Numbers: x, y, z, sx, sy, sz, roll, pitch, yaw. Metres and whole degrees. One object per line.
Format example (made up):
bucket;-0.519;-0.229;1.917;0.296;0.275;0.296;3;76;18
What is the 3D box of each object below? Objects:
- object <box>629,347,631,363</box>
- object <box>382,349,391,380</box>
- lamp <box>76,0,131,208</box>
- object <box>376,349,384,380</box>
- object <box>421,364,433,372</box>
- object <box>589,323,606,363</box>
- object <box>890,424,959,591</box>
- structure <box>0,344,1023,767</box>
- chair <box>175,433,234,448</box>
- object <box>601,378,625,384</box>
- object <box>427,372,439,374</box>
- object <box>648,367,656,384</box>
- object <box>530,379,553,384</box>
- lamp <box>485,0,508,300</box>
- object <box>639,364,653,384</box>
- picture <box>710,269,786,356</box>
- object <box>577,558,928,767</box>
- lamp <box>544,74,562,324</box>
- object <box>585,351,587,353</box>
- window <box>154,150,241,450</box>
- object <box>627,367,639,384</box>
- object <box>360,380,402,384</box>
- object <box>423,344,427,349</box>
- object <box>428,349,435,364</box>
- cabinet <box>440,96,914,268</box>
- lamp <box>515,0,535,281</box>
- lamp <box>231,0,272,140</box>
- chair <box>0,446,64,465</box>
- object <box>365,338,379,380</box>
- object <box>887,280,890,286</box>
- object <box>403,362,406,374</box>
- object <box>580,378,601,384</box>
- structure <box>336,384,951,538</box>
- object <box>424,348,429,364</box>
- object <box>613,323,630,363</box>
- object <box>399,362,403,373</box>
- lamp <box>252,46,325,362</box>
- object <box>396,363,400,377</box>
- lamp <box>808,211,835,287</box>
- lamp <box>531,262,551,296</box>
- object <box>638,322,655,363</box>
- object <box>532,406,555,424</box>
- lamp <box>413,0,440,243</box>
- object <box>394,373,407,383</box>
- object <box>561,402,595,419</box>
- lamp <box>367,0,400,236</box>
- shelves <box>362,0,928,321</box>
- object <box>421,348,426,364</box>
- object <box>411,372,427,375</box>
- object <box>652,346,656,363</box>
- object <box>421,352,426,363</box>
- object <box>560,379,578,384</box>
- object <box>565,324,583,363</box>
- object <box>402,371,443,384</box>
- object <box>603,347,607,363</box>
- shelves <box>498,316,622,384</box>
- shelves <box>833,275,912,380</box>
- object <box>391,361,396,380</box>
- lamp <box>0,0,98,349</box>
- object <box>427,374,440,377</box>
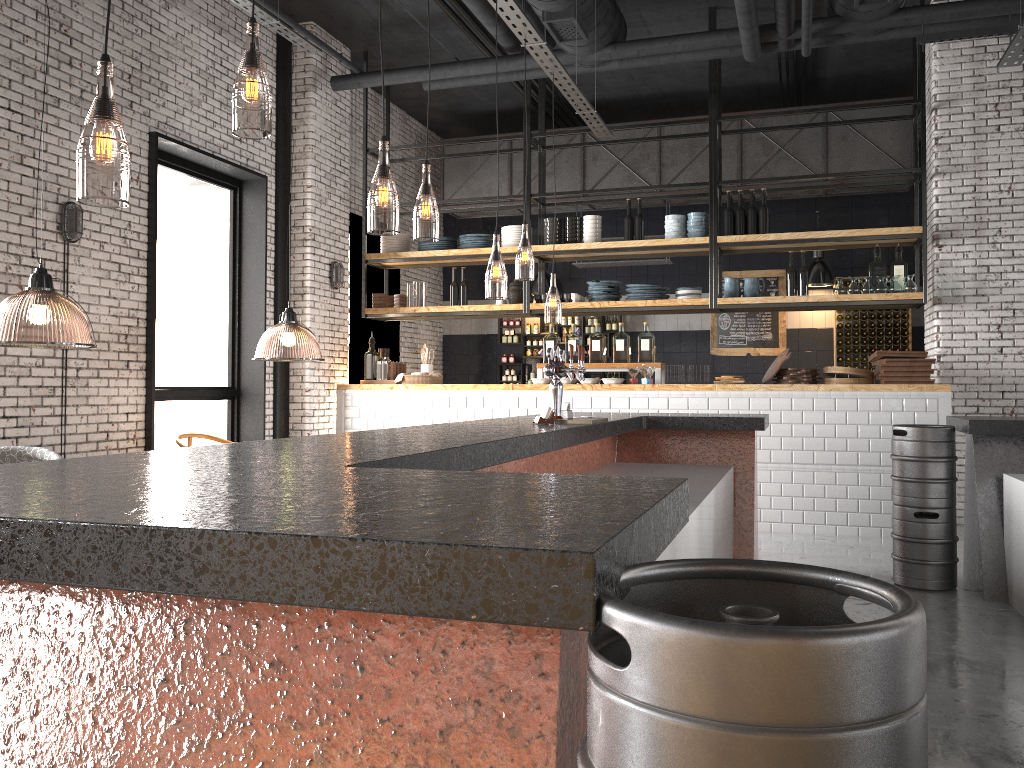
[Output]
object;1.162;-0.288;8.736;0.024;0.164;0.062;0;-1;8
object;-1.336;-0.193;9.462;0.070;0.368;0.107;0;-1;17
lamp;-0.880;-1.189;1.934;0.108;1.600;0.108;1;-2;-40
object;-1.399;-0.193;9.481;0.070;0.368;0.107;0;-1;17
object;-0.901;-0.106;9.402;0.129;0.204;0.129;1;-1;-36
object;0.861;-0.407;8.922;0.154;0.404;0.154;0;-1;18
object;2.661;0.785;5.727;0.397;1.036;0.399;1;-2;-37
structure;1.551;0.548;3.549;4.310;1.534;5.874;0;0;18
chair;-2.395;0.856;7.046;0.644;0.921;0.612;0;-1;25
object;0.973;-0.026;8.525;0.216;0.060;0.324;0;0;18
object;-0.825;-0.084;9.269;0.160;0.078;0.160;0;-1;-19
object;1.316;-0.078;8.506;0.122;0.165;0.112;0;-1;-18
object;0.305;-0.024;8.749;0.216;0.056;0.324;0;0;18
lamp;-0.073;-1.204;4.232;0.108;1.600;0.108;0;-1;0
object;1.268;-0.091;8.389;0.128;0.189;0.123;0;-1;27
picture;3.144;-0.941;11.825;0.980;1.143;0.020;0;-2;18
object;0.273;0.753;1.015;0.397;1.036;0.399;1;-2;-37
lamp;0.254;-1.167;5.431;0.108;1.600;0.108;1;-2;-40
object;0.712;-0.288;8.899;0.077;0.164;0.039;1;-2;-27
window;-2.871;-0.674;8.003;0.365;2.698;1.534;0;-1;18
object;1.164;-0.078;8.496;0.112;0.165;0.122;1;-1;-38
object;-1.358;-0.016;9.571;0.411;0.050;0.411;0;0;17
object;-0.921;-0.288;9.464;0.017;0.289;0.090;1;-2;-35
object;-0.870;-0.195;9.392;0.123;0.358;0.076;-1;-2;33
cabinet;1.928;-2.412;11.345;5.863;1.769;0.682;0;-1;18
lamp;0.072;-1.369;4.875;0.108;1.600;0.108;1;-2;-40
lamp;-0.713;-1.484;2.455;0.108;1.600;0.108;1;-2;-40
chair;-2.907;0.841;5.170;0.681;0.929;0.643;1;-1;-28
object;-1.500;-0.286;9.502;0.106;0.554;0.156;0;-1;17
object;4.676;-1.255;11.020;0.079;0.079;0.283;0;0;18
object;-1.181;-0.117;9.673;0.056;0.249;0.056;1;-2;-20
object;0.757;-0.024;8.612;0.216;0.056;0.324;0;0;18
structure;1.159;0.679;9.032;5.800;1.346;1.510;0;-1;18
object;-0.904;-0.200;9.353;0.033;0.370;0.137;1;-1;-16
object;1.092;-0.407;8.843;0.154;0.404;0.154;0;-1;18
object;-1.207;-0.118;9.591;0.056;0.249;0.056;1;-2;-20
lamp;-1.692;-1.382;6.756;0.536;2.407;0.536;1;-2;-30
object;-1.234;-0.118;9.508;0.056;0.249;0.056;1;-2;-20
lamp;3.889;-1.719;11.264;0.390;0.938;0.390;0;-1;20
lamp;0.431;-1.720;12.420;0.390;0.938;0.390;0;-1;20
object;1.329;-0.407;8.770;0.154;0.404;0.154;0;-1;18
object;0.163;0.160;4.586;0.091;0.091;0.177;0;-1;-7
lamp;-0.344;-1.378;3.591;0.108;1.600;0.108;1;-2;-40
object;-1.079;-0.059;9.277;0.283;0.111;0.187;0;-1;-35
object;0.336;0.157;5.399;0.200;0.106;0.766;0;0;18
lamp;-0.426;-1.231;2.960;0.108;1.462;0.108;0;-2;-10
shelves;1.144;-2.263;9.192;5.676;3.068;0.597;0;-1;18
object;-0.937;-0.204;9.435;0.087;0.356;0.026;-1;-2;41
object;-0.961;-0.085;9.181;0.160;0.078;0.160;0;-1;-4
object;1.392;-0.288;8.659;0.061;0.164;0.034;1;-2;-39
object;-0.927;-0.173;9.402;0.071;0.328;0.052;1;-2;-26
object;0.523;-0.026;8.665;0.216;0.059;0.324;0;0;18
object;0.628;-0.408;8.989;0.154;0.404;0.154;0;-1;18
object;-0.942;-0.057;9.284;0.436;0.157;0.419;0;0;-9
object;0.934;-0.288;8.833;0.031;0.164;0.046;-1;-2;43
shelves;0.658;-0.372;12.436;1.761;1.483;0.157;0;-1;18
shelves;4.520;-0.266;11.133;0.889;2.149;0.250;0;-2;18
object;-1.261;-0.119;9.425;0.056;0.249;0.056;1;-2;-20
lamp;-2.406;-1.396;4.552;0.536;2.407;0.536;1;-2;-30
object;-0.823;-0.065;9.266;0.160;0.075;0.160;0;-1;-19
